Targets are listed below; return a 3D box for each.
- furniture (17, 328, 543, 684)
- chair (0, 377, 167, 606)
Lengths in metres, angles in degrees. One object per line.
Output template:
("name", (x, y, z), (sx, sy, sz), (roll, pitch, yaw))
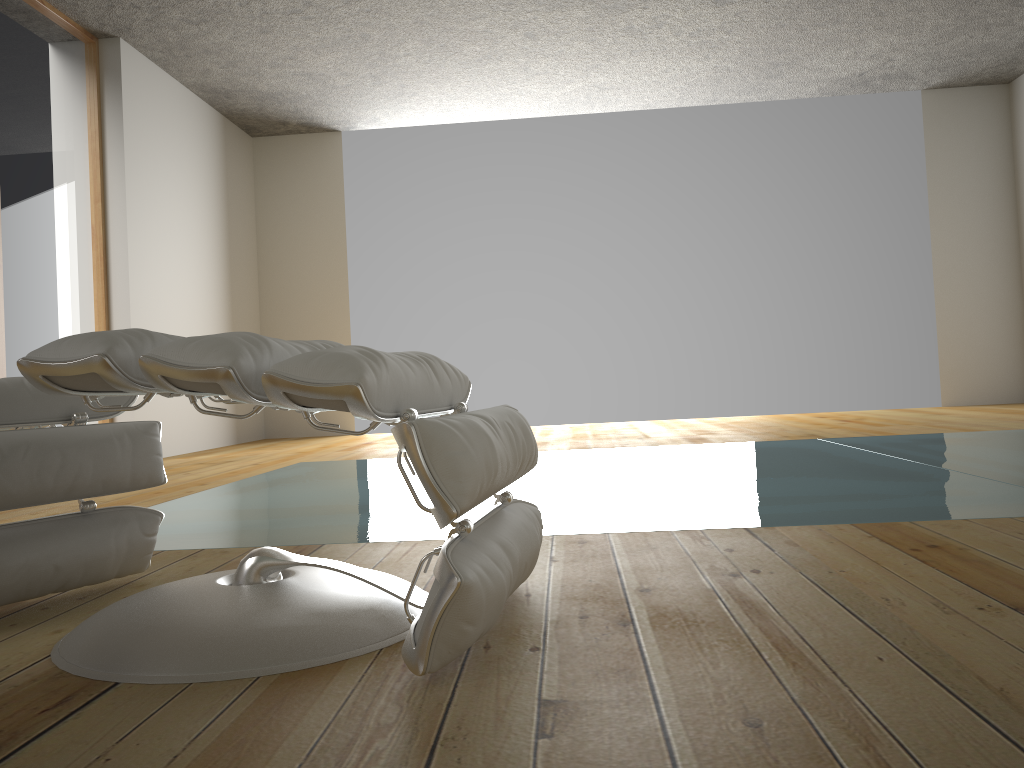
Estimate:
("furniture", (-0.326, 0.133, 1.323), (0.686, 0.440, 0.569), (-3, -1, 10))
("chair", (-1.177, -0.089, 1.658), (0.913, 0.969, 0.569), (-3, -1, 29))
